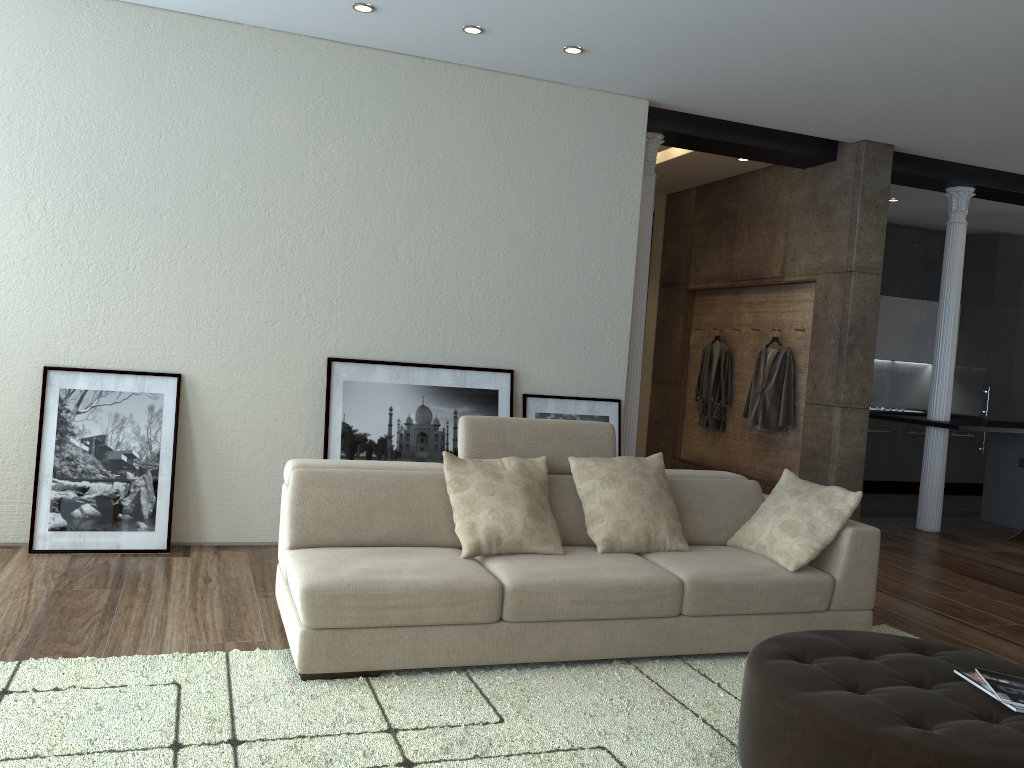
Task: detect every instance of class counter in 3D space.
[{"bbox_3d":[5.099,0.421,8.076,3.700,0.040,1.000,4,2,-20],"label":"counter"},{"bbox_3d":[3.485,0.354,9.784,3.597,0.223,0.807,4,2,-20],"label":"counter"}]

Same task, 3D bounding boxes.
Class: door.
[{"bbox_3d":[0.852,-0.434,9.217,1.037,2.814,0.246,4,2,-20],"label":"door"}]

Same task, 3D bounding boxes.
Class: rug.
[{"bbox_3d":[0.404,1.204,2.387,4.231,0.020,2.972,4,2,-20],"label":"rug"}]

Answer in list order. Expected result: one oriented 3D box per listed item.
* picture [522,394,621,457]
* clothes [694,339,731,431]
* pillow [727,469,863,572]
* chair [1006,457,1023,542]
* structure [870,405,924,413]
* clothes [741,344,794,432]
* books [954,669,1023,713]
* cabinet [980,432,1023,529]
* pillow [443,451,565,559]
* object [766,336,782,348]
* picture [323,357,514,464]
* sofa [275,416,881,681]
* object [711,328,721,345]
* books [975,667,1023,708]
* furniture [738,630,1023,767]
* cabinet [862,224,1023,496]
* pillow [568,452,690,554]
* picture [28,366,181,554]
[{"bbox_3d":[0.393,0.581,5.792,0.700,0.988,0.195,4,2,-20],"label":"picture"},{"bbox_3d":[1.872,0.000,8.320,0.141,0.855,0.569,4,2,-19],"label":"clothes"},{"bbox_3d":[1.337,0.630,4.175,0.395,0.393,0.518,3,2,-23],"label":"pillow"},{"bbox_3d":[4.691,1.252,3.941,16.134,0.952,21.556,4,2,-20],"label":"chair"},{"bbox_3d":[4.074,0.282,9.943,0.900,0.066,0.520,4,2,-20],"label":"structure"},{"bbox_3d":[2.163,0.030,7.470,0.173,0.735,0.700,3,2,-21],"label":"clothes"},{"bbox_3d":[1.486,0.912,2.605,0.219,0.031,0.300,4,2,-5],"label":"books"},{"bbox_3d":[4.903,0.878,8.037,0.642,0.897,0.900,4,2,-20],"label":"cabinet"},{"bbox_3d":[-0.039,0.524,3.922,0.519,0.416,0.368,3,2,-24],"label":"pillow"},{"bbox_3d":[2.210,-0.355,7.450,0.010,0.219,0.430,4,2,-20],"label":"object"},{"bbox_3d":[-0.556,0.449,5.434,1.183,1.140,0.225,4,2,-20],"label":"picture"},{"bbox_3d":[0.301,0.664,4.050,2.581,0.950,1.021,4,2,-20],"label":"sofa"},{"bbox_3d":[1.922,-0.411,8.303,0.010,0.219,0.430,4,2,-20],"label":"object"},{"bbox_3d":[1.511,0.906,2.599,0.220,0.040,0.301,5,2,15],"label":"books"},{"bbox_3d":[1.239,1.068,2.698,1.057,0.355,1.057,4,2,-18],"label":"furniture"},{"bbox_3d":[5.333,-0.234,10.387,7.409,2.980,0.827,4,2,-20],"label":"cabinet"},{"bbox_3d":[0.545,0.549,4.143,0.534,0.439,0.301,3,2,-23],"label":"pillow"},{"bbox_3d":[-2.217,0.420,4.862,0.700,0.988,0.195,4,2,-20],"label":"picture"}]
